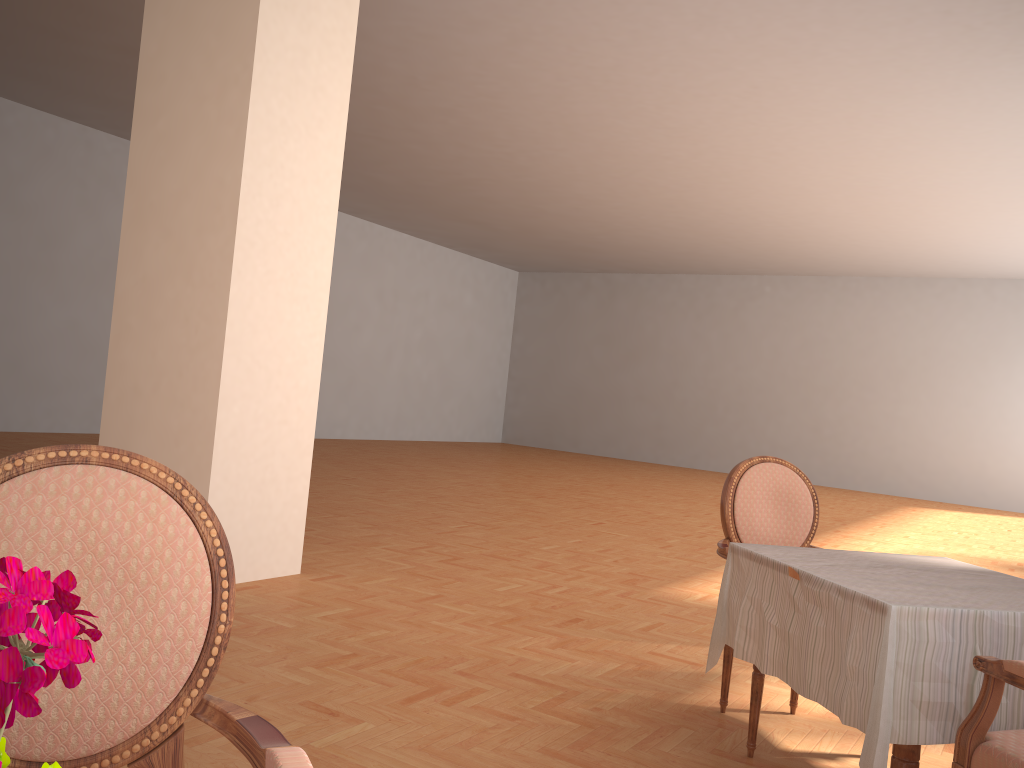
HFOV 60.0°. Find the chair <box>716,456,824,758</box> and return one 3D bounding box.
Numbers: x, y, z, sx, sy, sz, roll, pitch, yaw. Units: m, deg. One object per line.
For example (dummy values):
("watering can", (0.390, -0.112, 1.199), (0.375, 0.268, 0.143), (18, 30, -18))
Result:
("chair", (0.974, 0.735, 3.085), (0.521, 0.931, 0.593), (6, 0, -13))

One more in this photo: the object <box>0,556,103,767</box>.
("object", (-0.193, 0.198, 0.233), (0.124, 0.302, 0.143), (6, 0, 30))

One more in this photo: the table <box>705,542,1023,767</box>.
("table", (1.092, 0.863, 2.423), (0.831, 0.677, 0.829), (6, -1, -13))

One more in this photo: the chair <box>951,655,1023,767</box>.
("chair", (1.281, 0.745, 1.739), (0.521, 0.931, 0.593), (6, 0, -13))

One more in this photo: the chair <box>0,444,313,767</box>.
("chair", (-0.490, 0.549, 0.913), (0.521, 0.931, 0.593), (6, 0, -25))
